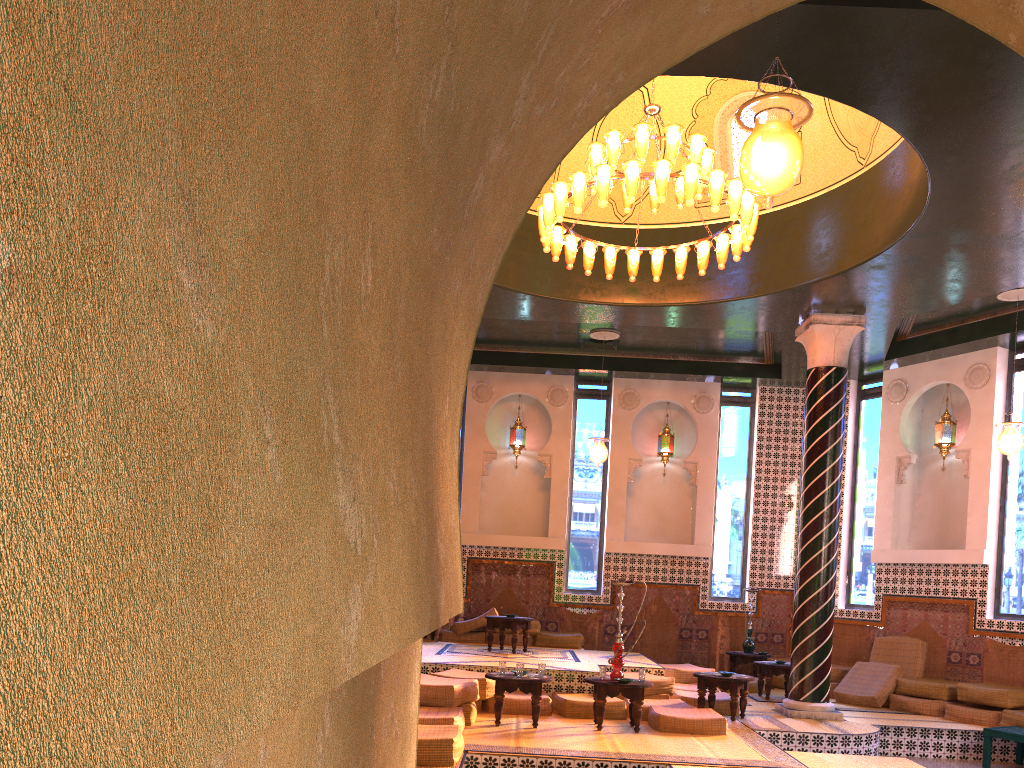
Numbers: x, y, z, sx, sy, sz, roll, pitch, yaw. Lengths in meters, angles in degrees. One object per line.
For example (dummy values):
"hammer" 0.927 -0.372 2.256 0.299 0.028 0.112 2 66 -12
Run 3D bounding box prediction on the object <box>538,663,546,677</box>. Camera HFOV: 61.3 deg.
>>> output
"object" 0.363 3.502 10.560 0.092 0.163 0.092 4 -3 -21

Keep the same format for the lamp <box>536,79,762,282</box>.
"lamp" 1.609 -3.839 9.653 2.466 4.606 2.495 3 -3 9

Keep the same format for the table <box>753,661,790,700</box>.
"table" 4.442 4.963 14.409 0.848 0.586 0.845 9 -10 -34

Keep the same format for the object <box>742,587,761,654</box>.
"object" 4.472 4.466 16.313 0.299 1.254 0.467 3 -1 37

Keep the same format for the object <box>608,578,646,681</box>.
"object" 1.396 3.013 10.579 0.461 1.253 0.302 3 0 17

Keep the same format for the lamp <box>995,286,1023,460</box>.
"lamp" 6.906 -0.105 11.885 0.520 2.319 0.518 3 0 -10

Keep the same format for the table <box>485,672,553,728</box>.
"table" 0.071 3.863 10.560 0.840 0.586 0.854 4 -8 -8

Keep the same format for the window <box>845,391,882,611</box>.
"window" 6.561 2.159 15.855 0.091 4.001 0.770 3 0 -29

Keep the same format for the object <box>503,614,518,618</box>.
"object" -0.021 3.946 14.679 0.250 0.045 0.257 -1 -13 16

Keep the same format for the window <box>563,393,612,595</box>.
"window" 1.494 2.203 17.216 0.774 4.001 0.091 3 1 1

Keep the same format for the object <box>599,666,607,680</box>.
"object" 1.113 3.545 10.579 0.092 0.163 0.093 3 -3 4

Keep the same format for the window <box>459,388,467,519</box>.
"window" -1.361 2.064 17.256 0.774 4.001 0.091 3 1 1

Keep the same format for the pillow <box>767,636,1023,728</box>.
"pillow" 6.340 4.767 14.223 1.418 1.185 5.821 7 -12 -29

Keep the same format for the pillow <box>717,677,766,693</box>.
"pillow" 3.981 5.391 15.528 0.984 0.276 0.960 9 -13 -28

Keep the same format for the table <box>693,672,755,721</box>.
"table" 2.928 4.341 11.991 0.839 0.586 0.855 -3 -10 36

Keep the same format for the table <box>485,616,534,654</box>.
"table" -0.062 4.265 14.686 0.836 0.586 0.857 1 -9 13

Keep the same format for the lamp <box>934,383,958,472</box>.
"lamp" 7.350 0.716 14.626 0.362 1.565 0.323 3 0 -25

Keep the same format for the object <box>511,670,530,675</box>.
"object" 0.103 3.565 10.642 0.255 0.045 0.252 14 -17 -43

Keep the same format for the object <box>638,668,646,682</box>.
"object" 1.592 3.568 10.573 0.092 0.163 0.092 4 -3 -21

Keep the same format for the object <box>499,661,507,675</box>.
"object" -0.116 3.478 10.566 0.093 0.163 0.092 5 -4 -41

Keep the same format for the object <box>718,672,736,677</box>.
"object" 2.962 4.002 11.896 0.251 0.045 0.255 6 -13 -14

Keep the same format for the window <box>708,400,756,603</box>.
"window" 4.348 2.342 17.176 0.774 4.001 0.091 3 1 1

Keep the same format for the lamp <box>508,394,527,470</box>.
"lamp" 0.122 0.934 17.260 0.323 1.565 0.363 3 0 35

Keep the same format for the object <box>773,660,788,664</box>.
"object" 4.463 4.627 14.349 0.250 0.045 0.257 -1 -13 16

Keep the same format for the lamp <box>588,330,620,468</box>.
"lamp" 1.536 0.289 14.874 0.520 2.319 0.518 3 0 -10

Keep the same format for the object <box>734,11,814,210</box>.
"object" 1.385 -2.059 4.463 0.520 2.319 0.518 3 0 -10

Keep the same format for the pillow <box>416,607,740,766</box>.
"pillow" -1.637 3.869 12.197 10.027 1.259 10.160 3 -12 2

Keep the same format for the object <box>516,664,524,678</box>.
"object" 0.096 3.444 10.365 0.092 0.163 0.092 4 -3 -21

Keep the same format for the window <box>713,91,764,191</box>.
"window" 1.708 -3.862 9.781 5.759 1.156 5.613 -6 -15 36

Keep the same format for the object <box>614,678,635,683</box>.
"object" 1.351 3.568 10.368 0.255 0.045 0.252 14 -17 -43

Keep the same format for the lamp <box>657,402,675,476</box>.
"lamp" 3.081 1.082 17.239 0.358 1.565 0.326 3 0 35

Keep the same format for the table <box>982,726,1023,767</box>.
"table" 7.221 4.860 11.027 0.861 0.610 2.023 7 -12 -28

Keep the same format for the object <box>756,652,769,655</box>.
"object" 4.702 5.052 16.182 0.250 0.045 0.257 -1 -13 16

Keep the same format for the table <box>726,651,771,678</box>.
"table" 4.462 5.397 16.351 0.837 0.586 0.857 1 -9 10

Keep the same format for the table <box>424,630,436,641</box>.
"table" -1.789 4.591 16.523 0.837 0.586 0.857 0 -9 19

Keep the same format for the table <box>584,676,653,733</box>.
"table" 1.294 3.934 10.598 0.848 0.586 0.845 9 -10 -34

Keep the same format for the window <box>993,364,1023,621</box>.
"window" 7.952 1.670 13.360 0.091 4.001 0.770 3 0 -29
